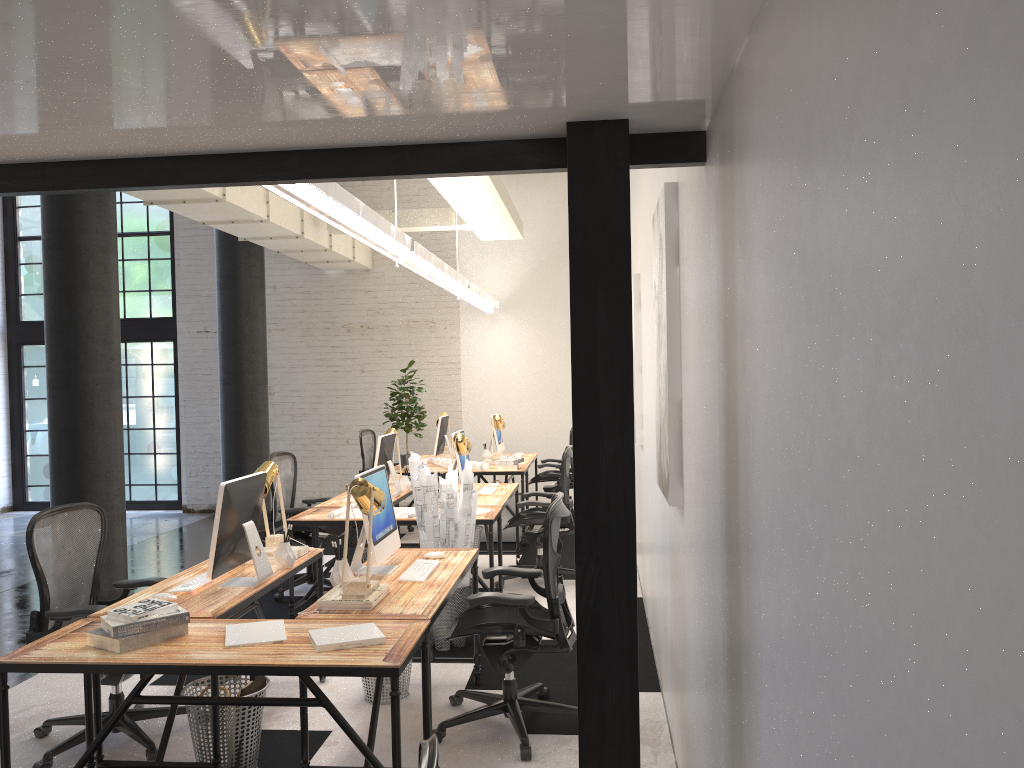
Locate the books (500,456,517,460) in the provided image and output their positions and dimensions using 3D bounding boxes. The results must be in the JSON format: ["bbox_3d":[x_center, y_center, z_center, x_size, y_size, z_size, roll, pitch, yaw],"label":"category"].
[{"bbox_3d":[-0.035,0.718,8.612,0.153,0.030,0.185,-1,0,4],"label":"books"}]

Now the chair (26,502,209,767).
[{"bbox_3d":[-1.835,1.100,4.109,0.792,1.086,0.770,-1,1,-11],"label":"chair"}]

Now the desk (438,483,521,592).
[{"bbox_3d":[-0.260,1.222,6.959,0.529,0.725,1.400,-1,1,6],"label":"desk"}]

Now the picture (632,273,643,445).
[{"bbox_3d":[0.908,-0.173,6.484,0.049,1.183,0.731,-1,1,6],"label":"picture"}]

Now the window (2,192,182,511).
[{"bbox_3d":[-5.448,-0.874,11.661,2.491,5.181,0.137,-1,1,6],"label":"window"}]

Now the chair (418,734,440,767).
[{"bbox_3d":[-0.359,1.090,1.199,0.792,1.086,0.770,-1,1,-11],"label":"chair"}]

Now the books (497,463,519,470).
[{"bbox_3d":[-0.042,0.797,8.599,0.200,0.050,0.271,-1,0,3],"label":"books"}]

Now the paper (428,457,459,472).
[{"bbox_3d":[-0.682,0.791,8.867,0.083,0.082,1.134,-2,1,-20],"label":"paper"}]

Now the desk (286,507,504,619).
[{"bbox_3d":[-0.770,1.240,6.036,1.401,0.725,0.529,-1,1,6],"label":"desk"}]

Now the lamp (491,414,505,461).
[{"bbox_3d":[-0.144,0.548,9.253,0.126,0.470,0.344,-1,1,6],"label":"lamp"}]

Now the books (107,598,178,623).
[{"bbox_3d":[-1.319,0.808,3.166,0.153,0.030,0.185,-1,1,34],"label":"books"}]

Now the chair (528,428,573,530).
[{"bbox_3d":[0.464,0.988,9.674,0.792,1.086,0.770,-1,1,-11],"label":"chair"}]

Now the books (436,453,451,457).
[{"bbox_3d":[-0.734,0.805,10.120,0.225,0.038,0.308,-1,0,6],"label":"books"}]

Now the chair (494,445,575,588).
[{"bbox_3d":[0.227,1.034,7.003,0.792,1.086,0.770,-1,1,-11],"label":"chair"}]

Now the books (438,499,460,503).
[{"bbox_3d":[-0.408,0.846,6.541,0.225,0.038,0.308,-1,0,6],"label":"books"}]

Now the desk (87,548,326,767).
[{"bbox_3d":[-1.340,1.266,4.161,0.529,0.725,1.400,-1,1,6],"label":"desk"}]

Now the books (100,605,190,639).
[{"bbox_3d":[-1.306,0.839,3.157,0.257,0.044,0.193,-2,1,-37],"label":"books"}]

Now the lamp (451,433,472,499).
[{"bbox_3d":[-0.382,0.594,6.583,0.127,0.470,0.344,-1,1,6],"label":"lamp"}]

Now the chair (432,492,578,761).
[{"bbox_3d":[-0.010,1.061,4.116,0.792,1.086,0.770,-1,1,-11],"label":"chair"}]

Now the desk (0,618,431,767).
[{"bbox_3d":[-1.007,1.266,3.149,1.401,0.725,0.529,-1,1,6],"label":"desk"}]

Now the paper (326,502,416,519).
[{"bbox_3d":[-0.895,0.857,6.069,0.626,0.061,0.567,-1,0,3],"label":"paper"}]

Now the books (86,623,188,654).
[{"bbox_3d":[-1.333,0.887,3.160,0.200,0.050,0.271,-1,1,33],"label":"books"}]

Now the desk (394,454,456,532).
[{"bbox_3d":[-0.866,1.193,9.719,0.529,0.725,1.400,-1,1,6],"label":"desk"}]

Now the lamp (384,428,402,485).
[{"bbox_3d":[-1.008,0.602,7.396,0.127,0.470,0.344,-1,1,6],"label":"lamp"}]

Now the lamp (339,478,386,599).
[{"bbox_3d":[-0.619,0.621,3.696,0.127,0.470,0.344,-1,1,6],"label":"lamp"}]

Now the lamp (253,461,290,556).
[{"bbox_3d":[-1.246,0.628,4.509,0.126,0.470,0.344,-1,1,6],"label":"lamp"}]

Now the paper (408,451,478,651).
[{"bbox_3d":[-0.412,1.000,5.444,0.412,1.198,0.440,-2,1,-16],"label":"paper"}]

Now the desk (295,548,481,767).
[{"bbox_3d":[-0.498,1.249,4.072,0.529,0.725,1.400,-1,1,6],"label":"desk"}]

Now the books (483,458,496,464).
[{"bbox_3d":[-0.172,0.800,9.212,0.225,0.038,0.308,-1,0,6],"label":"books"}]

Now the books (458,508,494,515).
[{"bbox_3d":[-0.279,0.859,6.004,0.243,0.019,0.205,-1,1,43],"label":"books"}]

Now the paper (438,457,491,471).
[{"bbox_3d":[-0.516,0.788,8.850,0.083,0.082,1.134,-2,1,-30],"label":"paper"}]

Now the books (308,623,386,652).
[{"bbox_3d":[-0.579,0.884,3.102,0.235,0.024,0.200,-1,0,-21],"label":"books"}]

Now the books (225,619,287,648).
[{"bbox_3d":[-0.919,0.894,3.177,0.205,0.019,0.243,-1,0,-17],"label":"books"}]

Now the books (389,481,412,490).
[{"bbox_3d":[-0.970,0.851,7.449,0.225,0.038,0.308,-1,0,6],"label":"books"}]

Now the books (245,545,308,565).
[{"bbox_3d":[-1.208,0.878,4.562,0.225,0.038,0.308,-1,0,6],"label":"books"}]

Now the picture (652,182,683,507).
[{"bbox_3d":[0.626,-0.146,3.599,0.049,1.183,0.731,-1,1,6],"label":"picture"}]

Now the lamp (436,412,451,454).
[{"bbox_3d":[-0.772,0.555,10.067,0.126,0.470,0.344,-1,1,6],"label":"lamp"}]

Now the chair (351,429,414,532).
[{"bbox_3d":[-1.361,1.026,9.667,0.792,1.086,0.770,-1,1,-11],"label":"chair"}]

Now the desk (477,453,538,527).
[{"bbox_3d":[-0.024,1.176,9.630,0.529,0.725,1.400,-1,1,6],"label":"desk"}]

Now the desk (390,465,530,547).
[{"bbox_3d":[-0.533,1.193,8.707,1.401,0.725,0.529,-1,1,6],"label":"desk"}]

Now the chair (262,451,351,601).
[{"bbox_3d":[-1.597,1.073,6.996,0.792,1.086,0.770,-1,1,-11],"label":"chair"}]

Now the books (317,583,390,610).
[{"bbox_3d":[-0.646,0.873,3.654,0.225,0.038,0.308,-1,0,6],"label":"books"}]

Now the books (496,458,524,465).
[{"bbox_3d":[-0.019,0.749,8.611,0.193,0.044,0.257,-1,0,23],"label":"books"}]

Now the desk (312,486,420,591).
[{"bbox_3d":[-1.102,1.239,7.048,0.529,0.725,1.400,-1,1,6],"label":"desk"}]

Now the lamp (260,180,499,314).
[{"bbox_3d":[-0.640,-2.189,6.847,0.226,2.865,7.299,-1,1,6],"label":"lamp"}]
